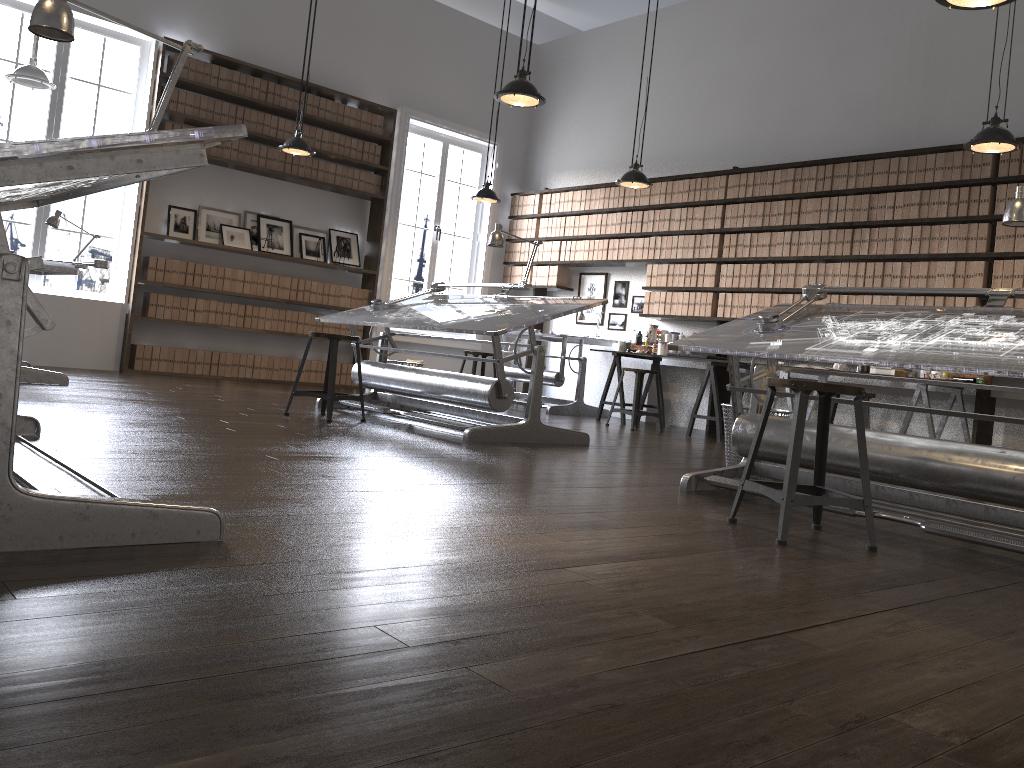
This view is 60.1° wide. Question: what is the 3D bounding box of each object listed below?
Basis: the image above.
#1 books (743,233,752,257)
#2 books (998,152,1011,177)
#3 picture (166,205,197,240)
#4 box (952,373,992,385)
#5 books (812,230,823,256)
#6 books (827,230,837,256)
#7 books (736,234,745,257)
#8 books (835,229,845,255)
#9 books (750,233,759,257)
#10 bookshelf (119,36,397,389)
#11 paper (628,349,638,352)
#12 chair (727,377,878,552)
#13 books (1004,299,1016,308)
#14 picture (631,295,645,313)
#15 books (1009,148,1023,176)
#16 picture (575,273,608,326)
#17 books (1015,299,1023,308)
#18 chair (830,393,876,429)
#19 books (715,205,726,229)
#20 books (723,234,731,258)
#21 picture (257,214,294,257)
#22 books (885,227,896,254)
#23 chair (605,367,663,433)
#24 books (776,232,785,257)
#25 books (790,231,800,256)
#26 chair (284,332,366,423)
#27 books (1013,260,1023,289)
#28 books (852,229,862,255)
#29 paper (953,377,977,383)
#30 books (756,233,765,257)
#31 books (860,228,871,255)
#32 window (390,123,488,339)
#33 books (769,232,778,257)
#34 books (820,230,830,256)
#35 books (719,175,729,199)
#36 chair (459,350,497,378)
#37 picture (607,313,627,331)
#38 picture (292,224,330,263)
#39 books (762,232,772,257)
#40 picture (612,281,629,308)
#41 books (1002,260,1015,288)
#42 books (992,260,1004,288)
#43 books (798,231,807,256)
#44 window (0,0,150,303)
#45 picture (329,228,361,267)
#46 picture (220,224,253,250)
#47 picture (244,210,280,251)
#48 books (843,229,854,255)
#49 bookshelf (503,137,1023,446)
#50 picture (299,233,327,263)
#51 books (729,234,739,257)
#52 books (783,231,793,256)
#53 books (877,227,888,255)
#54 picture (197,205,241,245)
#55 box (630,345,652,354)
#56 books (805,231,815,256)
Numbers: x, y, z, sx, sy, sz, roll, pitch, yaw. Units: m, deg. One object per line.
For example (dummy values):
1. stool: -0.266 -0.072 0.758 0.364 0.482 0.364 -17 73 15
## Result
1. books: 2.169 -1.234 7.997 0.174 0.226 0.067 6 -1 -41
2. books: 3.599 -1.589 6.412 0.174 0.226 0.067 6 -1 -41
3. picture: -3.094 -1.498 8.298 0.266 0.315 0.058 6 -1 -41
4. box: 3.227 -0.108 6.201 0.137 0.207 0.212 7 0 -40
5. books: 2.617 -1.170 7.469 0.174 0.226 0.067 6 -1 -41
6. books: 2.709 -1.157 7.369 0.174 0.226 0.067 6 -1 -41
7. books: 2.127 -1.240 8.054 0.174 0.226 0.067 6 -1 -41
8. books: 2.753 -1.151 7.321 0.174 0.226 0.067 6 -1 -41
9. books: 2.218 -1.227 7.946 0.174 0.226 0.067 6 -1 -41
10. bookshelf: -2.492 -1.175 8.772 2.466 3.727 0.413 7 -1 -41
11. paper: 1.149 -0.308 8.386 0.155 0.038 0.137 7 2 35
12. chair: 0.989 0.257 2.968 0.358 0.528 0.372 6 0 -12
13. books: 3.552 -0.486 6.293 0.174 0.226 0.067 6 -1 -41
14. picture: 1.336 -0.821 9.151 0.023 0.183 0.252 7 0 -41
15. books: 3.643 -1.582 6.352 0.174 0.226 0.067 6 -1 -41
16. picture: 0.870 -0.932 9.690 0.040 0.575 0.416 7 -1 -41
17. books: 3.605 -0.478 6.240 0.174 0.226 0.067 6 -1 -41
18. chair: 2.307 0.313 6.094 0.372 0.528 0.357 6 0 23
19. books: 1.981 -1.539 8.259 0.174 0.226 0.067 6 -1 -41
20. books: 2.030 -1.254 8.168 0.174 0.226 0.067 6 -1 -41
21. picture: -2.361 -1.471 8.839 0.372 0.392 0.149 6 -1 -41
22. books: 3.026 -1.112 6.991 0.174 0.226 0.067 6 -1 -41
23. chair: 1.080 0.135 7.638 0.357 0.528 0.372 7 0 -32
24. books: 2.390 -1.203 7.741 0.174 0.226 0.067 6 -1 -41
25. books: 2.484 -1.189 7.634 0.174 0.226 0.067 6 -1 -41
26. chair: -1.112 -0.042 5.418 0.359 0.528 0.370 6 0 28
27. books: 3.614 -0.755 6.263 0.174 0.226 0.067 6 -1 -41
28. books: 2.850 -1.138 7.208 0.174 0.226 0.067 6 -1 -41
29. paper: 3.091 -0.032 6.111 0.137 0.038 0.155 6 2 -26
30. books: 2.264 -1.221 7.892 0.174 0.226 0.067 6 -1 -41
31. books: 2.892 -1.131 7.150 0.174 0.226 0.067 6 -1 -41
32. window: -0.870 -1.686 10.031 1.241 2.312 0.153 7 -1 -41
33. books: 2.350 -1.208 7.790 0.174 0.226 0.067 6 -1 -41
34. books: 2.664 -1.163 7.414 0.174 0.226 0.067 6 -1 -41
35. books: 2.014 -1.814 8.259 0.174 0.226 0.067 6 -1 -41
36. chair: -0.334 -0.045 8.542 0.357 0.528 0.372 7 0 -32
37. picture: 1.115 -0.659 9.381 0.023 0.183 0.252 7 0 -41
38. picture: -2.083 -1.432 9.146 0.432 0.361 0.095 6 -1 -41
39. books: 2.304 -1.215 7.837 0.174 0.226 0.067 6 -1 -41
40. picture: 1.154 -0.950 9.381 0.022 0.285 0.202 7 -1 -41
41. books: 3.572 -0.761 6.319 0.174 0.226 0.067 6 -1 -41
42. books: 3.528 -0.767 6.373 0.174 0.226 0.067 6 -1 -41
43. books: 2.531 -1.183 7.582 0.174 0.226 0.067 6 -1 -41
44. window: -3.937 -1.943 7.545 1.478 2.500 0.153 7 -1 -41
45. picture: -1.770 -1.440 9.375 0.342 0.365 0.161 6 -1 -41
46. picture: -2.659 -1.412 8.552 0.299 0.229 0.145 6 0 -41
47. picture: -2.488 -1.491 8.798 0.368 0.406 0.091 6 -1 -41
48. books: 2.797 -1.145 7.261 0.174 0.226 0.067 6 -1 -41
49. bookshelf: 2.931 -0.277 7.111 0.372 3.210 9.202 7 0 -41
50. picture: -2.050 -1.394 9.121 0.289 0.291 0.127 6 -1 -41
51. books: 2.074 -1.248 8.108 0.174 0.226 0.067 6 -1 -41
52. books: 2.436 -1.196 7.684 0.174 0.226 0.067 6 -1 -41
53. books: 2.987 -1.118 7.045 0.174 0.226 0.067 6 -1 -41
54. picture: -2.812 -1.498 8.515 0.414 0.366 0.083 6 -1 -41
55. box: 1.257 -0.326 8.499 0.137 0.083 0.212 6 1 -41
56. books: 2.573 -1.177 7.526 0.174 0.226 0.067 6 -1 -41
